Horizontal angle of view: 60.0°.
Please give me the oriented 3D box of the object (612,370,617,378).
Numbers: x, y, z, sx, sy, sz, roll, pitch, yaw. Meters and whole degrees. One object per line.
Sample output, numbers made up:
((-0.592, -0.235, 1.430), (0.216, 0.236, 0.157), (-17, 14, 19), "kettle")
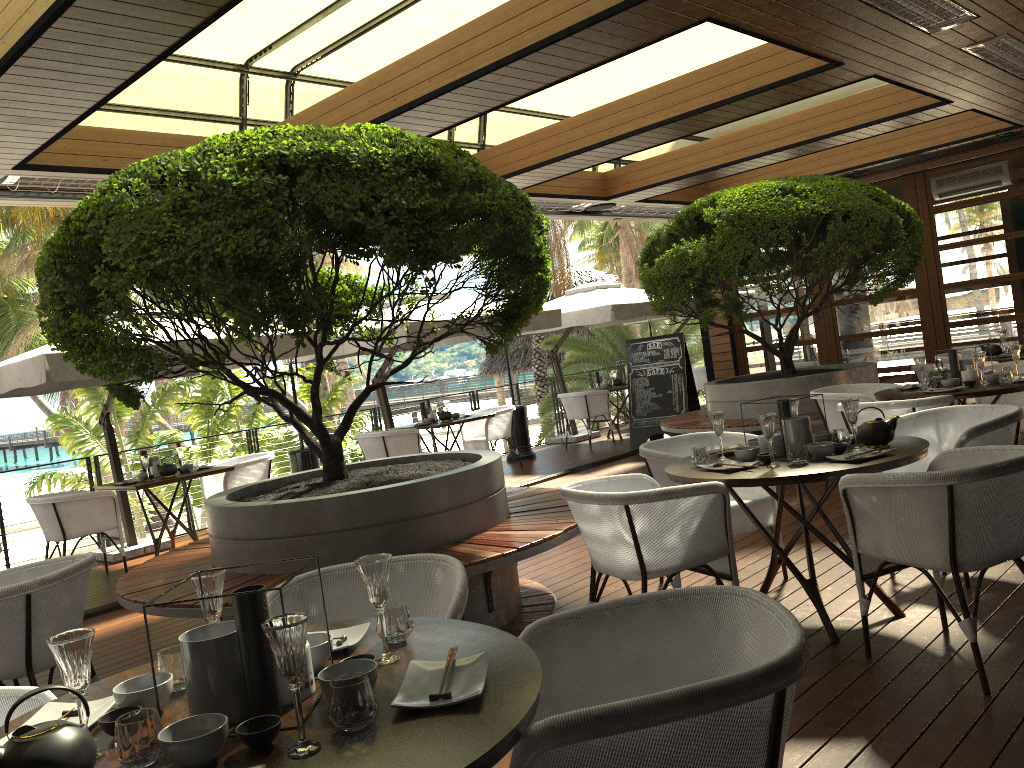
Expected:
((1.531, -0.090, 13.162), (0.082, 0.227, 0.082), (-7, 1, 45), "object")

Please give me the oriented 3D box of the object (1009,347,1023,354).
((4.658, -0.300, 8.193), (0.116, 0.065, 0.116), (-8, 1, 15), "object")

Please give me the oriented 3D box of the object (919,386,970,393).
((2.878, 0.038, 5.875), (0.170, 0.025, 0.294), (-9, 2, -42), "object")

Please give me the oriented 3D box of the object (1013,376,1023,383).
((3.392, -0.034, 5.881), (0.295, 0.025, 0.170), (-9, 2, -37), "object")

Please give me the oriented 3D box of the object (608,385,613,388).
((1.423, 0.035, 12.695), (0.080, 0.042, 0.080), (-7, 2, 35), "object")

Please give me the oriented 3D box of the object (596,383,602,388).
((1.257, 0.032, 12.823), (0.087, 0.086, 0.086), (-9, 1, -41), "object")

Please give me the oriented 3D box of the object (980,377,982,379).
((3.443, -0.058, 6.435), (0.170, 0.025, 0.294), (-9, 2, -42), "object")

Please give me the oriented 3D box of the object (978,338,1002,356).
((4.556, -0.350, 8.420), (0.163, 0.179, 0.168), (-8, 1, -8), "object")

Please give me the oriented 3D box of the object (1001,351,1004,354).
((4.791, -0.311, 8.619), (0.295, 0.025, 0.170), (-8, 2, -11), "object")

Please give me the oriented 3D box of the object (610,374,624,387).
((1.530, -0.053, 12.827), (0.167, 0.179, 0.163), (-7, 1, 42), "object")

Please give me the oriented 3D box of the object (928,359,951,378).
((3.145, -0.097, 6.526), (0.163, 0.179, 0.167), (-9, 1, -35), "object")

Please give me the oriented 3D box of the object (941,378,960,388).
((2.981, -0.001, 6.026), (0.116, 0.065, 0.116), (-9, 1, -21), "object")

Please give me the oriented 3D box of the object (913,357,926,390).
((2.863, -0.074, 6.199), (0.082, 0.227, 0.082), (-9, 1, -36), "object")

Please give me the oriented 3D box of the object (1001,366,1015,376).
((3.443, -0.081, 6.163), (0.086, 0.086, 0.086), (-8, 1, 7), "object")

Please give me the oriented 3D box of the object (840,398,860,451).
((1.514, 0.182, 3.932), (0.082, 0.227, 0.082), (-8, 1, -28), "object")

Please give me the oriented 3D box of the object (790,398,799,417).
((1.383, 0.188, 4.352), (0.082, 0.227, 0.082), (-8, 1, -35), "object")

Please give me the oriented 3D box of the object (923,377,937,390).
((2.872, 0.001, 6.094), (0.086, 0.086, 0.086), (-8, 1, 7), "object")

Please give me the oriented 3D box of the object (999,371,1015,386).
((3.202, -0.035, 5.743), (0.086, 0.086, 0.086), (-8, 1, 12), "object")

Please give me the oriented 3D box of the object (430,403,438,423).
((-0.886, 0.337, 10.176), (0.082, 0.227, 0.082), (-8, 1, 33), "object")

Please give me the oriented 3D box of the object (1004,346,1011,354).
((4.662, -0.315, 8.307), (0.086, 0.086, 0.087), (-7, 2, 44), "object")

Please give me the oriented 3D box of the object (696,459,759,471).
((0.970, 0.364, 3.923), (0.170, 0.025, 0.294), (-9, 2, -24), "object")

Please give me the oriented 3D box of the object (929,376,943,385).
((3.012, -0.014, 6.327), (0.116, 0.065, 0.116), (-9, 2, -33), "object")

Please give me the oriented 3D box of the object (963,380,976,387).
((3.071, 0.000, 5.945), (0.080, 0.042, 0.080), (-8, 1, 9), "object")

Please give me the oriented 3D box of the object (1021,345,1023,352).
((4.888, -0.340, 8.465), (0.116, 0.065, 0.116), (-9, 2, -35), "object")

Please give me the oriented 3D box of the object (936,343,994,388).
((3.138, -0.126, 6.140), (0.264, 0.264, 0.263), (-9, 2, -42), "object")

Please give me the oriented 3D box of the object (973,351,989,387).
((3.095, -0.097, 5.843), (0.082, 0.227, 0.082), (-9, 1, -41), "object")

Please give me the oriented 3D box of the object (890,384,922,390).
((2.863, 0.025, 6.413), (0.295, 0.025, 0.170), (-9, 2, -37), "object")

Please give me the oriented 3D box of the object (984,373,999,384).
((3.238, -0.035, 5.957), (0.116, 0.065, 0.116), (-9, 2, -33), "object")

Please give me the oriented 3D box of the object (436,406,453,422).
((-0.784, 0.344, 10.385), (0.168, 0.179, 0.163), (-9, 1, -44), "object")

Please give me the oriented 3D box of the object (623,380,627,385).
((1.631, -0.015, 13.018), (0.116, 0.065, 0.116), (-9, 2, -42), "object")

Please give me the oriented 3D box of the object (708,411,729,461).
((0.986, 0.248, 4.208), (0.082, 0.227, 0.082), (-8, 1, -28), "object")

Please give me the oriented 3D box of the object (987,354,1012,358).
((4.510, -0.256, 8.106), (0.170, 0.025, 0.294), (-8, 2, -6), "object")

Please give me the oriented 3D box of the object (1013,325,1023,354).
((4.874, -0.431, 8.215), (0.263, 0.264, 0.263), (-8, 1, -11), "object")

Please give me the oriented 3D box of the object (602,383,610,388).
((1.351, 0.032, 12.762), (0.116, 0.065, 0.116), (-9, 2, -42), "object")

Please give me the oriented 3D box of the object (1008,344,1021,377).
((3.447, -0.152, 6.055), (0.082, 0.227, 0.082), (-9, 1, -36), "object")

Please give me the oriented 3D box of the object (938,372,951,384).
((3.111, -0.041, 6.381), (0.086, 0.086, 0.086), (-8, 1, 12), "object")

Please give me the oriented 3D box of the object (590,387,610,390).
((1.280, 0.066, 12.616), (0.294, 0.025, 0.170), (-6, 2, 44), "object")

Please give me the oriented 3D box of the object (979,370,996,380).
((3.363, -0.062, 6.269), (0.116, 0.065, 0.116), (-9, 1, -21), "object")

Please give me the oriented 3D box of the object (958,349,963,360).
((3.236, -0.133, 6.426), (0.082, 0.227, 0.082), (-7, 1, 37), "object")

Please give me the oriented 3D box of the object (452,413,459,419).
((-0.683, 0.382, 10.579), (0.116, 0.065, 0.116), (-7, 2, 42), "object")

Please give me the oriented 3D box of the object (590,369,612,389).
((1.310, -0.070, 13.033), (0.263, 0.264, 0.263), (-8, 1, -1), "object")

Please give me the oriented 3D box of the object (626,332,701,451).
((1.905, 0.084, 11.259), (0.768, 1.396, 0.772), (-8, 1, 28), "object")

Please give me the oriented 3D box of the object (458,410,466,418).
((-0.593, 0.360, 10.514), (0.087, 0.086, 0.086), (-9, 1, -41), "object")

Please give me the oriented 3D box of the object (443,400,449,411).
((-0.782, 0.307, 10.723), (0.082, 0.227, 0.082), (-7, 1, 45), "object")

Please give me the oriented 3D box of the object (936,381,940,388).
((2.966, 0.007, 6.232), (0.080, 0.042, 0.080), (-7, 2, 21), "object")

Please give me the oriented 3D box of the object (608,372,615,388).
((1.428, -0.059, 12.615), (0.082, 0.227, 0.082), (-7, 1, 45), "object")

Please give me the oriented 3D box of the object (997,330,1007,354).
((4.684, -0.396, 8.447), (0.082, 0.227, 0.082), (-8, 1, -22), "object")
